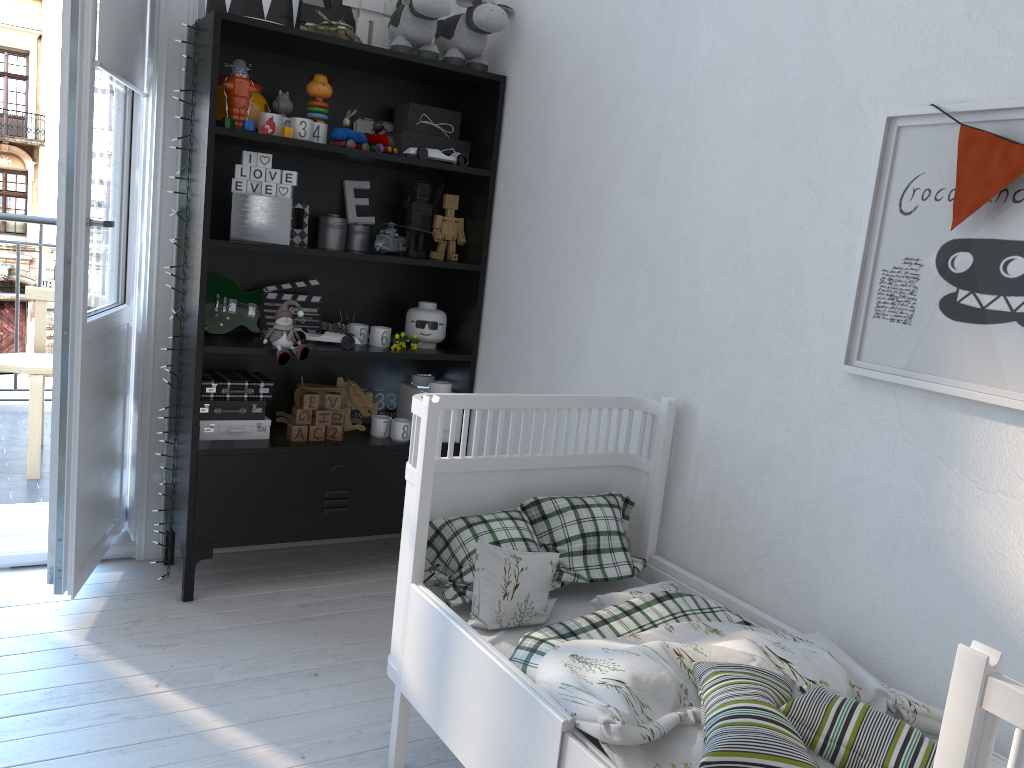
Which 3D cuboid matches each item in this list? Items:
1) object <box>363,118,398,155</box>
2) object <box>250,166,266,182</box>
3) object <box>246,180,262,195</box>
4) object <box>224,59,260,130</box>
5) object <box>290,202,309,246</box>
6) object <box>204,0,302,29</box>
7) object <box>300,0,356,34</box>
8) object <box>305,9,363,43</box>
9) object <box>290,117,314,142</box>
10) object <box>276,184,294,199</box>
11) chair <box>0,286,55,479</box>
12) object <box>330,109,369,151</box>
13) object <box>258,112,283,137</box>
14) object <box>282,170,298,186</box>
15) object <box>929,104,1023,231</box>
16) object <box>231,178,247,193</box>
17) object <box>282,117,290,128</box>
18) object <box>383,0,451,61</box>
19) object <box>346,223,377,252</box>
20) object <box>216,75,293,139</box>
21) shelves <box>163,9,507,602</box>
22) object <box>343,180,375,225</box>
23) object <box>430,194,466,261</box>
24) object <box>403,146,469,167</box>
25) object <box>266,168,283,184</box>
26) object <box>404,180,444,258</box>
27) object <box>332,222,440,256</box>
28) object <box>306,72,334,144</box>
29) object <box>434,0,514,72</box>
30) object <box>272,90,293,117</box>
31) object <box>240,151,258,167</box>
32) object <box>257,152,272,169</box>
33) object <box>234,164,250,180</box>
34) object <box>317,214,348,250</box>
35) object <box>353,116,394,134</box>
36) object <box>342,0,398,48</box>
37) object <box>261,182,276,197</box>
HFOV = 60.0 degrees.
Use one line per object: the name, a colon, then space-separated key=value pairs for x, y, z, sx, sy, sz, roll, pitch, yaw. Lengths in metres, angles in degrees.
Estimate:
object: x=-0.424 y=-0.788 z=2.828 sx=0.121 sy=0.112 sz=0.087 roll=11 pitch=10 yaw=28
object: x=-0.738 y=-0.610 z=2.579 sx=0.040 sy=0.040 sz=0.040 roll=4 pitch=9 yaw=-12
object: x=-0.756 y=-0.572 z=2.589 sx=0.040 sy=0.040 sz=0.040 roll=2 pitch=10 yaw=-27
object: x=-0.772 y=-0.821 z=2.530 sx=0.105 sy=0.203 sz=0.072 roll=2 pitch=10 yaw=-24
object: x=-0.699 y=-0.521 z=2.886 sx=0.070 sy=0.135 sz=0.028 roll=1 pitch=11 yaw=-32
object: x=-0.746 y=-1.166 z=2.625 sx=0.272 sy=0.259 sz=0.394 roll=6 pitch=9 yaw=-3
object: x=-0.616 y=-1.219 z=2.781 sx=0.343 sy=0.345 sz=0.057 roll=1 pitch=11 yaw=-32
object: x=-0.534 y=-1.065 z=2.648 sx=0.121 sy=0.100 sz=0.338 roll=7 pitch=9 yaw=3
object: x=-0.623 y=-0.748 z=2.620 sx=0.067 sy=0.067 sz=0.067 roll=1 pitch=11 yaw=-31
object: x=-0.668 y=-0.565 z=2.608 sx=0.040 sy=0.040 sz=0.040 roll=6 pitch=9 yaw=-2
chair: x=-1.973 y=-0.028 z=3.717 sx=0.436 sy=0.716 sz=0.497 roll=9 pitch=9 yaw=13
object: x=-0.496 y=-0.782 z=2.736 sx=0.087 sy=0.126 sz=0.121 roll=13 pitch=11 yaw=35
object: x=-0.705 y=-0.752 z=2.586 sx=0.067 sy=0.067 sz=0.067 roll=1 pitch=11 yaw=-31
object: x=-0.652 y=-0.604 z=2.605 sx=0.040 sy=0.040 sz=0.040 roll=5 pitch=9 yaw=-7
object: x=0.955 y=-0.364 z=1.229 sx=0.058 sy=0.415 sz=0.903 roll=0 pitch=11 yaw=-32
object: x=-0.791 y=-0.573 z=2.570 sx=0.040 sy=0.040 sz=0.040 roll=4 pitch=10 yaw=-17
object: x=-0.682 y=-0.760 z=2.651 sx=0.067 sy=0.067 sz=0.067 roll=12 pitch=11 yaw=32
object: x=-0.302 y=-1.130 z=2.760 sx=0.154 sy=0.253 sz=0.369 roll=2 pitch=10 yaw=-24
object: x=-0.464 y=-0.477 z=2.900 sx=0.078 sy=0.091 sz=0.246 roll=-1 pitch=11 yaw=-37
object: x=-0.780 y=-0.829 z=2.607 sx=0.197 sy=0.198 sz=0.318 roll=0 pitch=11 yaw=-35
shelves: x=-0.582 y=-0.200 z=2.875 sx=0.911 sy=1.680 sz=0.353 roll=1 pitch=11 yaw=-32
object: x=-0.515 y=-0.610 z=2.988 sx=0.107 sy=0.151 sz=0.055 roll=1 pitch=11 yaw=-32
object: x=-0.211 y=-0.526 z=2.990 sx=0.114 sy=0.221 sz=0.052 roll=1 pitch=11 yaw=-32
object: x=-0.243 y=-0.731 z=2.846 sx=0.230 sy=0.048 sz=0.098 roll=-2 pitch=12 yaw=-41
object: x=-0.694 y=-0.607 z=2.592 sx=0.040 sy=0.040 sz=0.040 roll=6 pitch=9 yaw=-2
object: x=-0.305 y=-0.558 z=3.000 sx=0.117 sy=0.259 sz=0.081 roll=1 pitch=11 yaw=-32
object: x=-0.402 y=-0.475 z=2.899 sx=0.368 sy=0.106 sz=0.349 roll=1 pitch=10 yaw=-30
object: x=-0.584 y=-0.826 z=2.671 sx=0.077 sy=0.213 sz=0.077 roll=7 pitch=9 yaw=1
object: x=-0.174 y=-1.129 z=2.844 sx=0.386 sy=0.253 sz=0.211 roll=14 pitch=12 yaw=41
object: x=-0.710 y=-0.824 z=2.741 sx=0.063 sy=0.160 sz=0.063 roll=13 pitch=12 yaw=36
object: x=-0.760 y=-0.651 z=2.564 sx=0.040 sy=0.040 sz=0.040 roll=2 pitch=10 yaw=-27
object: x=-0.720 y=-0.648 z=2.576 sx=0.040 sy=0.040 sz=0.040 roll=3 pitch=10 yaw=-22
object: x=-0.781 y=-0.612 z=2.566 sx=0.040 sy=0.040 sz=0.040 roll=3 pitch=10 yaw=-22
object: x=-0.590 y=-0.502 z=2.917 sx=0.095 sy=0.111 sz=0.095 roll=2 pitch=10 yaw=-27
object: x=-0.378 y=-0.821 z=3.036 sx=0.347 sy=0.132 sz=0.037 roll=1 pitch=11 yaw=-32
object: x=-0.456 y=-1.184 z=2.850 sx=0.190 sy=0.291 sz=0.065 roll=2 pitch=10 yaw=-27
object: x=-0.712 y=-0.568 z=2.595 sx=0.040 sy=0.040 sz=0.040 roll=4 pitch=10 yaw=-17
